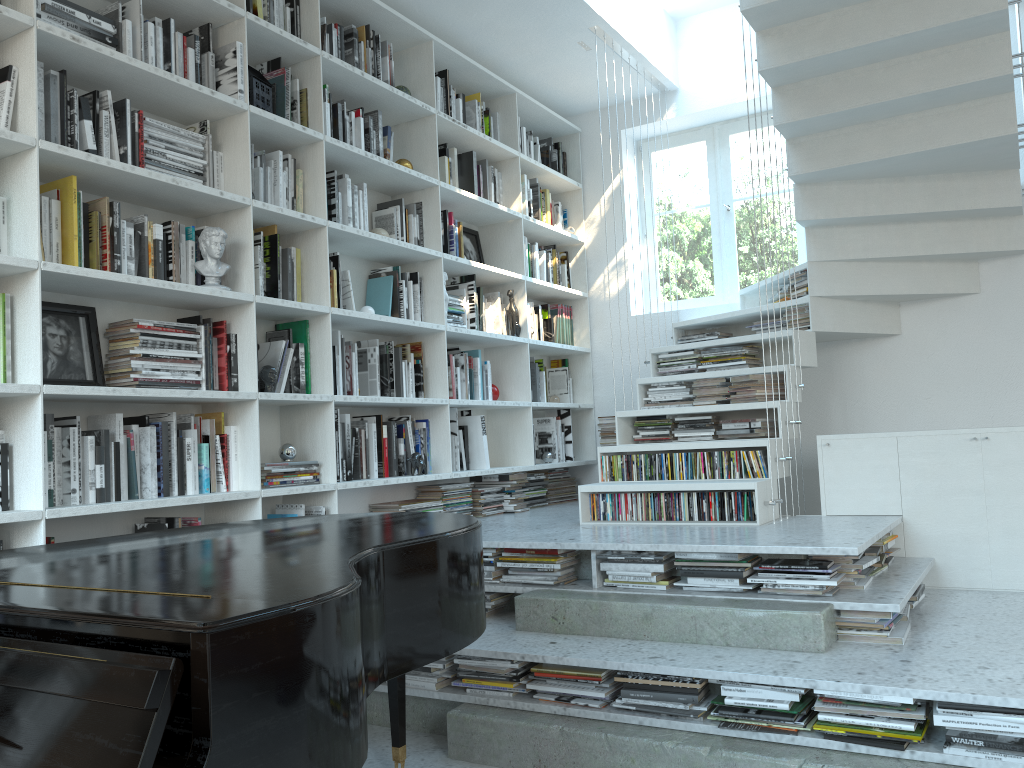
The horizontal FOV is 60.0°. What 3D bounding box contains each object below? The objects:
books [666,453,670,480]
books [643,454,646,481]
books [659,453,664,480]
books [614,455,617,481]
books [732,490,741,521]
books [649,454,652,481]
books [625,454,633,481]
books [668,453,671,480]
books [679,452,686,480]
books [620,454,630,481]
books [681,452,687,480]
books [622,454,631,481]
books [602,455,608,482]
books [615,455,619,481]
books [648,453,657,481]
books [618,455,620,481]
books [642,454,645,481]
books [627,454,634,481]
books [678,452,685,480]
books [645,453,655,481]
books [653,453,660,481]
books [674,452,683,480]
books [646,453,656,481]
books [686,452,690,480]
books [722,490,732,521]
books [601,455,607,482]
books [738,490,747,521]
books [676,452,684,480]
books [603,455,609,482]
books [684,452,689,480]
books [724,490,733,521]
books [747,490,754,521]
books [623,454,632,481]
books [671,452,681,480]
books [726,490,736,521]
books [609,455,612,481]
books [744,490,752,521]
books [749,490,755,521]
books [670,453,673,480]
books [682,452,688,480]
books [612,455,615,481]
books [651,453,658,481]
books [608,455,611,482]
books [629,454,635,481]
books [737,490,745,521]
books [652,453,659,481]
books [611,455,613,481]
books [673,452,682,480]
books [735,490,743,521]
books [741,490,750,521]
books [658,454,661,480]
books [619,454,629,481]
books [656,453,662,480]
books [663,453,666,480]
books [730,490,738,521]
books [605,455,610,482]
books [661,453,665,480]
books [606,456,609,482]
[{"bbox_3d":[0.757,0.390,4.201,0.014,0.125,0.125,-5,-4,30],"label":"books"},{"bbox_3d":[0.660,0.398,4.258,0.008,0.125,0.125,-5,-4,30],"label":"books"},{"bbox_3d":[0.730,0.392,4.216,0.009,0.125,0.125,-5,-4,30],"label":"books"},{"bbox_3d":[0.529,0.410,4.335,0.010,0.125,0.125,-5,-4,30],"label":"books"},{"bbox_3d":[0.989,0.532,3.887,0.010,0.125,0.125,-5,-4,30],"label":"books"},{"bbox_3d":[0.687,0.396,4.242,0.007,0.125,0.125,-5,-4,30],"label":"books"},{"bbox_3d":[0.580,0.405,4.305,0.008,0.125,0.125,-5,-4,30],"label":"books"},{"bbox_3d":[0.766,0.389,4.195,0.010,0.125,0.125,-5,-4,30],"label":"books"},{"bbox_3d":[0.815,0.385,4.166,0.008,0.125,0.125,-5,-4,30],"label":"books"},{"bbox_3d":[0.560,0.407,4.317,0.007,0.125,0.125,-5,-4,30],"label":"books"},{"bbox_3d":[0.821,0.384,4.163,0.008,0.125,0.125,-5,-4,30],"label":"books"},{"bbox_3d":[0.566,0.407,4.313,0.007,0.125,0.125,-5,-4,30],"label":"books"},{"bbox_3d":[0.476,0.415,4.366,0.008,0.125,0.125,-5,-4,30],"label":"books"},{"bbox_3d":[0.537,0.409,4.331,0.012,0.125,0.125,-5,-4,30],"label":"books"},{"bbox_3d":[0.680,0.397,4.246,0.007,0.125,0.125,-5,-4,30],"label":"books"},{"bbox_3d":[0.546,0.408,4.325,0.008,0.125,0.125,-5,-4,30],"label":"books"},{"bbox_3d":[0.654,0.399,4.262,0.008,0.125,0.125,-5,-4,30],"label":"books"},{"bbox_3d":[0.588,0.405,4.300,0.010,0.125,0.125,-5,-4,30],"label":"books"},{"bbox_3d":[0.809,0.385,4.170,0.008,0.125,0.125,-5,-4,30],"label":"books"},{"bbox_3d":[0.667,0.398,4.254,0.008,0.125,0.125,-5,-4,30],"label":"books"},{"bbox_3d":[0.705,0.394,4.231,0.008,0.125,0.125,-5,-4,30],"label":"books"},{"bbox_3d":[0.794,0.387,4.179,0.010,0.125,0.125,-5,-4,30],"label":"books"},{"bbox_3d":[0.674,0.397,4.250,0.007,0.125,0.125,-5,-4,30],"label":"books"},{"bbox_3d":[0.841,0.382,4.151,0.008,0.125,0.125,-5,-4,30],"label":"books"},{"bbox_3d":[0.953,0.535,3.909,0.009,0.125,0.125,-5,-4,30],"label":"books"},{"bbox_3d":[0.469,0.415,4.371,0.008,0.125,0.125,-5,-4,30],"label":"books"},{"bbox_3d":[1.016,0.530,3.872,0.011,0.125,0.125,-5,-4,30],"label":"books"},{"bbox_3d":[0.802,0.386,4.174,0.008,0.125,0.125,-5,-4,30],"label":"books"},{"bbox_3d":[0.482,0.414,4.363,0.009,0.125,0.125,-5,-4,30],"label":"books"},{"bbox_3d":[0.834,0.383,4.155,0.007,0.125,0.125,-5,-4,30],"label":"books"},{"bbox_3d":[0.961,0.534,3.904,0.007,0.125,0.125,-5,-4,30],"label":"books"},{"bbox_3d":[1.047,0.527,3.854,0.013,0.125,0.125,-5,-4,30],"label":"books"},{"bbox_3d":[0.573,0.406,4.309,0.008,0.125,0.125,-5,-4,30],"label":"books"},{"bbox_3d":[0.780,0.388,4.187,0.007,0.125,0.125,-5,-4,30],"label":"books"},{"bbox_3d":[0.969,0.534,3.899,0.010,0.125,0.125,-5,-4,30],"label":"books"},{"bbox_3d":[0.508,0.412,4.347,0.009,0.125,0.125,-5,-4,30],"label":"books"},{"bbox_3d":[1.034,0.528,3.861,0.016,0.125,0.125,-5,-4,30],"label":"books"},{"bbox_3d":[1.054,0.526,3.849,0.009,0.125,0.125,-5,-4,30],"label":"books"},{"bbox_3d":[0.774,0.388,4.191,0.007,0.125,0.125,-5,-4,30],"label":"books"},{"bbox_3d":[0.828,0.384,4.159,0.008,0.125,0.125,-5,-4,30],"label":"books"},{"bbox_3d":[0.521,0.411,4.340,0.008,0.125,0.125,-5,-4,30],"label":"books"},{"bbox_3d":[0.693,0.395,4.238,0.008,0.125,0.125,-5,-4,30],"label":"books"},{"bbox_3d":[0.502,0.412,4.351,0.008,0.125,0.125,-5,-4,30],"label":"books"},{"bbox_3d":[0.597,0.404,4.295,0.010,0.125,0.125,-5,-4,30],"label":"books"},{"bbox_3d":[1.007,0.530,3.877,0.009,0.125,0.125,-5,-4,30],"label":"books"},{"bbox_3d":[0.699,0.395,4.235,0.008,0.125,0.125,-5,-4,30],"label":"books"},{"bbox_3d":[0.515,0.411,4.343,0.007,0.125,0.125,-5,-4,30],"label":"books"},{"bbox_3d":[0.787,0.387,4.183,0.007,0.125,0.125,-5,-4,30],"label":"books"},{"bbox_3d":[0.999,0.531,3.882,0.013,0.125,0.125,-5,-4,30],"label":"books"},{"bbox_3d":[1.024,0.529,3.867,0.009,0.125,0.125,-5,-4,30],"label":"books"},{"bbox_3d":[0.724,0.393,4.220,0.010,0.125,0.125,-5,-4,30],"label":"books"},{"bbox_3d":[0.553,0.408,4.321,0.007,0.125,0.125,-5,-4,30],"label":"books"},{"bbox_3d":[0.714,0.394,4.226,0.012,0.125,0.125,-5,-4,30],"label":"books"},{"bbox_3d":[0.747,0.391,4.207,0.010,0.125,0.125,-5,-4,30],"label":"books"},{"bbox_3d":[0.979,0.533,3.893,0.014,0.125,0.125,-5,-4,30],"label":"books"},{"bbox_3d":[0.489,0.413,4.359,0.008,0.125,0.125,-5,-4,30],"label":"books"},{"bbox_3d":[0.739,0.391,4.212,0.007,0.125,0.125,-5,-4,30],"label":"books"},{"bbox_3d":[0.496,0.413,4.355,0.007,0.125,0.125,-5,-4,30],"label":"books"}]
